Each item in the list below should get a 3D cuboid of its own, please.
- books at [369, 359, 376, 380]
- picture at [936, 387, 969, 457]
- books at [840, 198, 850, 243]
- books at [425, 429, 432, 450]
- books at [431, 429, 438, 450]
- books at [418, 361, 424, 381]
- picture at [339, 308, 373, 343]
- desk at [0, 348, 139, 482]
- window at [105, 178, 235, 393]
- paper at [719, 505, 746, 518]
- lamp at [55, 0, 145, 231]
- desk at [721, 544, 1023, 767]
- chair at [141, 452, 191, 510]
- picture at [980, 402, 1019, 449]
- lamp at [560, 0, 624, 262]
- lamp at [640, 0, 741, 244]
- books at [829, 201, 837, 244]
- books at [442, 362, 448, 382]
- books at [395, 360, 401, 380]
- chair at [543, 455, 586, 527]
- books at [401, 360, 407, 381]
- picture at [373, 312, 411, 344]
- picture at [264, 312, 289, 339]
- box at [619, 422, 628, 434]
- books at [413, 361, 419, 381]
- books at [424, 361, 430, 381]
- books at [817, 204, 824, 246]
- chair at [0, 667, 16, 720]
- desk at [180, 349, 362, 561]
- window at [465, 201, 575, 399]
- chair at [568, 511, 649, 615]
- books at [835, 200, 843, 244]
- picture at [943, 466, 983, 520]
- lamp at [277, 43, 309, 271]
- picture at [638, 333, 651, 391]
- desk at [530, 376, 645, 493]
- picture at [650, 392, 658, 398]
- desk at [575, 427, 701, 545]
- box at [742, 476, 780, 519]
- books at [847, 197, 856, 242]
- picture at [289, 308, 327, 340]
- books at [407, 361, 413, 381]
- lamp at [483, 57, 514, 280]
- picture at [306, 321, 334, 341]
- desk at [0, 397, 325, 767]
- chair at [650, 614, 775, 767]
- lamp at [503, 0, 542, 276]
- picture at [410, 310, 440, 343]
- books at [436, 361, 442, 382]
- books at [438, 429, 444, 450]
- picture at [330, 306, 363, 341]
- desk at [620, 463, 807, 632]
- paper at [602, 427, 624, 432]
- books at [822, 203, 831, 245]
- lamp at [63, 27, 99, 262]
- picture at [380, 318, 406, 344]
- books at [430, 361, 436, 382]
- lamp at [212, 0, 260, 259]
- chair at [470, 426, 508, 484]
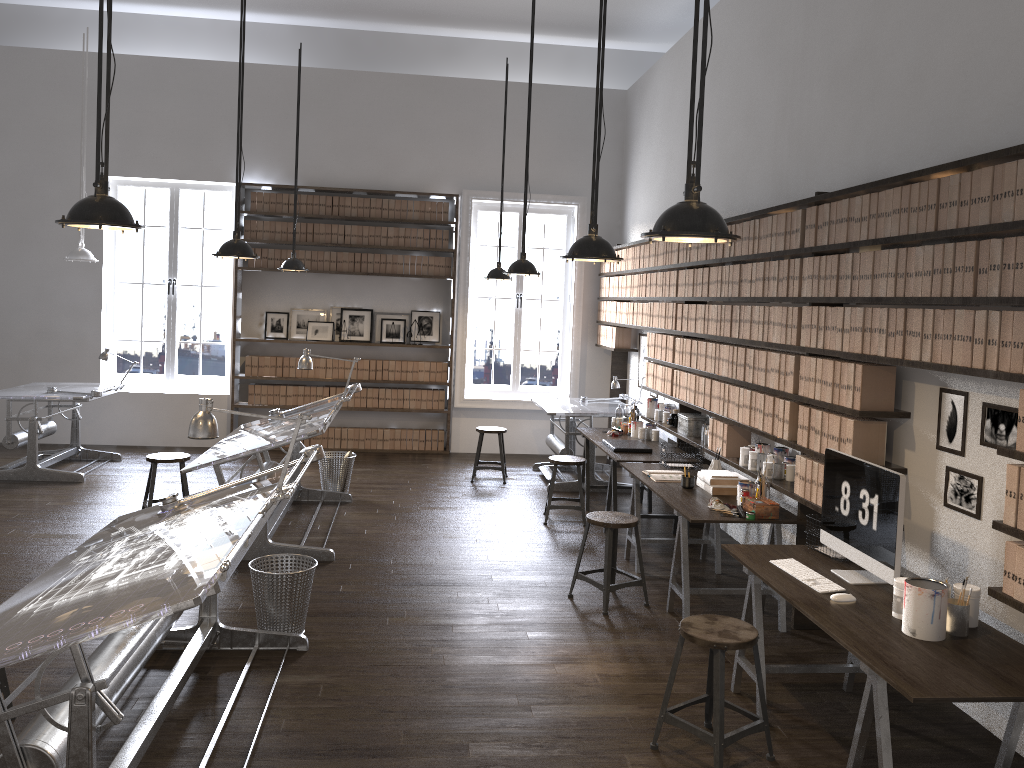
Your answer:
[{"bbox_3d":[-1.618,-0.168,10.306,0.066,0.225,0.175,2,4,-7],"label":"books"},{"bbox_3d":[1.966,0.167,3.947,0.022,0.284,0.202,2,3,-7],"label":"picture"},{"bbox_3d":[1.768,-0.822,4.492,0.174,0.225,0.067,2,3,-6],"label":"books"},{"bbox_3d":[-0.984,0.654,10.409,0.067,0.225,0.175,2,3,-6],"label":"books"},{"bbox_3d":[-0.911,0.656,10.423,0.066,0.225,0.175,2,4,-7],"label":"books"},{"bbox_3d":[-1.063,-0.151,10.365,0.066,0.225,0.175,2,4,-6],"label":"books"},{"bbox_3d":[-1.808,-0.679,10.282,0.373,0.390,0.149,2,3,-6],"label":"picture"},{"bbox_3d":[-4.246,0.239,8.512,1.171,1.186,1.273,2,4,-7],"label":"desk"},{"bbox_3d":[-3.868,-1.082,10.101,1.482,2.492,0.153,2,2,-6],"label":"window"},{"bbox_3d":[1.233,0.709,4.957,0.137,0.038,0.155,3,5,8],"label":"paper"},{"bbox_3d":[-1.525,-1.720,3.339,0.313,2.247,0.311,3,3,18],"label":"lamp"},{"bbox_3d":[1.423,1.205,3.537,0.655,0.667,1.674,2,5,-7],"label":"desk"},{"bbox_3d":[-2.625,0.809,6.752,0.371,0.527,0.359,1,4,-28],"label":"chair"},{"bbox_3d":[2.003,0.179,3.614,0.023,0.183,0.252,2,4,-7],"label":"picture"},{"bbox_3d":[0.437,-1.728,4.297,0.313,2.247,0.311,3,3,18],"label":"lamp"},{"bbox_3d":[0.609,-1.576,2.754,0.313,2.247,0.311,3,3,18],"label":"lamp"},{"bbox_3d":[1.758,-0.835,4.630,0.174,0.225,0.067,2,3,-7],"label":"books"},{"bbox_3d":[-0.793,-0.142,10.393,0.067,0.225,0.175,2,3,-6],"label":"books"},{"bbox_3d":[-1.329,-0.159,10.338,0.066,0.225,0.175,2,3,-6],"label":"books"},{"bbox_3d":[0.449,0.880,7.351,0.358,0.527,0.373,2,3,2],"label":"chair"},{"bbox_3d":[-1.259,-0.157,10.346,0.066,0.225,0.175,2,4,-6],"label":"books"},{"bbox_3d":[-1.403,-0.654,10.379,0.433,0.360,0.095,2,3,-6],"label":"picture"},{"bbox_3d":[-2.720,-0.676,10.248,0.267,0.314,0.058,2,2,-6],"label":"picture"},{"bbox_3d":[1.054,0.395,7.962,0.137,0.083,0.212,2,5,-7],"label":"box"},{"bbox_3d":[-1.125,-0.153,10.360,0.066,0.225,0.175,2,4,-6],"label":"books"},{"bbox_3d":[-0.996,-0.149,10.371,0.067,0.225,0.175,2,3,-7],"label":"books"},{"bbox_3d":[1.743,-0.849,4.771,0.174,0.225,0.067,2,3,-6],"label":"books"},{"bbox_3d":[-2.259,1.124,3.545,0.359,0.527,0.372,4,4,22],"label":"chair"},{"bbox_3d":[-1.724,0.398,6.869,1.076,1.383,2.288,2,5,-7],"label":"desk"},{"bbox_3d":[0.081,-0.957,10.427,1.244,2.304,0.153,2,2,-6],"label":"window"},{"bbox_3d":[0.599,1.071,5.384,0.358,0.527,0.373,0,4,-33],"label":"chair"},{"bbox_3d":[1.766,-0.828,4.560,0.174,0.225,0.067,2,3,-7],"label":"books"},{"bbox_3d":[1.965,0.470,3.852,0.023,0.183,0.252,2,4,-7],"label":"picture"},{"bbox_3d":[-2.130,-2.253,8.768,0.312,2.247,0.311,1,3,-27],"label":"lamp"},{"bbox_3d":[1.370,-0.233,9.165,0.040,0.573,0.416,2,3,-7],"label":"picture"},{"bbox_3d":[0.789,0.446,9.025,1.071,1.095,1.273,2,4,-7],"label":"desk"},{"bbox_3d":[1.415,0.043,8.771,0.023,0.183,0.252,2,4,-7],"label":"picture"},{"bbox_3d":[0.991,0.824,7.415,0.655,0.667,1.674,2,5,-7],"label":"desk"},{"bbox_3d":[1.391,0.628,4.954,0.137,0.207,0.212,2,4,-6],"label":"box"},{"bbox_3d":[1.780,-0.815,4.426,0.174,0.225,0.067,2,3,-7],"label":"books"},{"bbox_3d":[-2.365,-0.688,10.268,0.415,0.364,0.083,2,3,-6],"label":"picture"},{"bbox_3d":[-1.191,-0.154,10.348,0.067,0.225,0.175,2,3,-7],"label":"books"},{"bbox_3d":[-0.091,-2.189,8.995,0.312,2.247,0.311,1,3,-27],"label":"lamp"},{"bbox_3d":[-2.213,-0.606,10.213,0.299,0.228,0.145,2,3,-6],"label":"picture"},{"bbox_3d":[-1.353,0.725,3.541,1.076,1.383,2.076,2,4,-7],"label":"desk"},{"bbox_3d":[0.825,1.248,3.588,0.371,0.527,0.359,0,4,-38],"label":"chair"},{"bbox_3d":[0.129,-1.999,7.062,0.312,2.247,0.311,1,3,-27],"label":"lamp"},{"bbox_3d":[-1.016,-0.675,10.392,0.343,0.363,0.161,2,3,-6],"label":"picture"},{"bbox_3d":[-0.858,-0.145,10.392,0.066,0.225,0.175,2,3,-6],"label":"books"},{"bbox_3d":[-0.835,0.658,10.429,0.066,0.225,0.175,2,4,-6],"label":"books"},{"bbox_3d":[-1.938,-0.695,10.320,0.369,0.405,0.091,2,3,-6],"label":"picture"},{"bbox_3d":[1.186,0.996,5.663,0.655,0.667,1.674,2,5,-7],"label":"desk"},{"bbox_3d":[0.902,0.417,7.930,0.137,0.038,0.155,0,6,-21],"label":"paper"},{"bbox_3d":[1.746,-0.842,4.700,0.174,0.225,0.067,2,3,-6],"label":"books"},{"bbox_3d":[-4.132,-2.314,8.538,0.312,2.247,0.311,1,3,-27],"label":"lamp"},{"bbox_3d":[-1.388,-0.616,10.341,0.289,0.290,0.127,2,3,-6],"label":"picture"},{"bbox_3d":[-0.927,-0.147,10.383,0.066,0.225,0.175,2,4,-6],"label":"books"},{"bbox_3d":[-1.813,-1.974,5.924,0.313,2.247,0.311,3,2,14],"label":"lamp"},{"bbox_3d":[-0.216,0.708,8.895,0.358,0.527,0.373,2,3,2],"label":"chair"}]
